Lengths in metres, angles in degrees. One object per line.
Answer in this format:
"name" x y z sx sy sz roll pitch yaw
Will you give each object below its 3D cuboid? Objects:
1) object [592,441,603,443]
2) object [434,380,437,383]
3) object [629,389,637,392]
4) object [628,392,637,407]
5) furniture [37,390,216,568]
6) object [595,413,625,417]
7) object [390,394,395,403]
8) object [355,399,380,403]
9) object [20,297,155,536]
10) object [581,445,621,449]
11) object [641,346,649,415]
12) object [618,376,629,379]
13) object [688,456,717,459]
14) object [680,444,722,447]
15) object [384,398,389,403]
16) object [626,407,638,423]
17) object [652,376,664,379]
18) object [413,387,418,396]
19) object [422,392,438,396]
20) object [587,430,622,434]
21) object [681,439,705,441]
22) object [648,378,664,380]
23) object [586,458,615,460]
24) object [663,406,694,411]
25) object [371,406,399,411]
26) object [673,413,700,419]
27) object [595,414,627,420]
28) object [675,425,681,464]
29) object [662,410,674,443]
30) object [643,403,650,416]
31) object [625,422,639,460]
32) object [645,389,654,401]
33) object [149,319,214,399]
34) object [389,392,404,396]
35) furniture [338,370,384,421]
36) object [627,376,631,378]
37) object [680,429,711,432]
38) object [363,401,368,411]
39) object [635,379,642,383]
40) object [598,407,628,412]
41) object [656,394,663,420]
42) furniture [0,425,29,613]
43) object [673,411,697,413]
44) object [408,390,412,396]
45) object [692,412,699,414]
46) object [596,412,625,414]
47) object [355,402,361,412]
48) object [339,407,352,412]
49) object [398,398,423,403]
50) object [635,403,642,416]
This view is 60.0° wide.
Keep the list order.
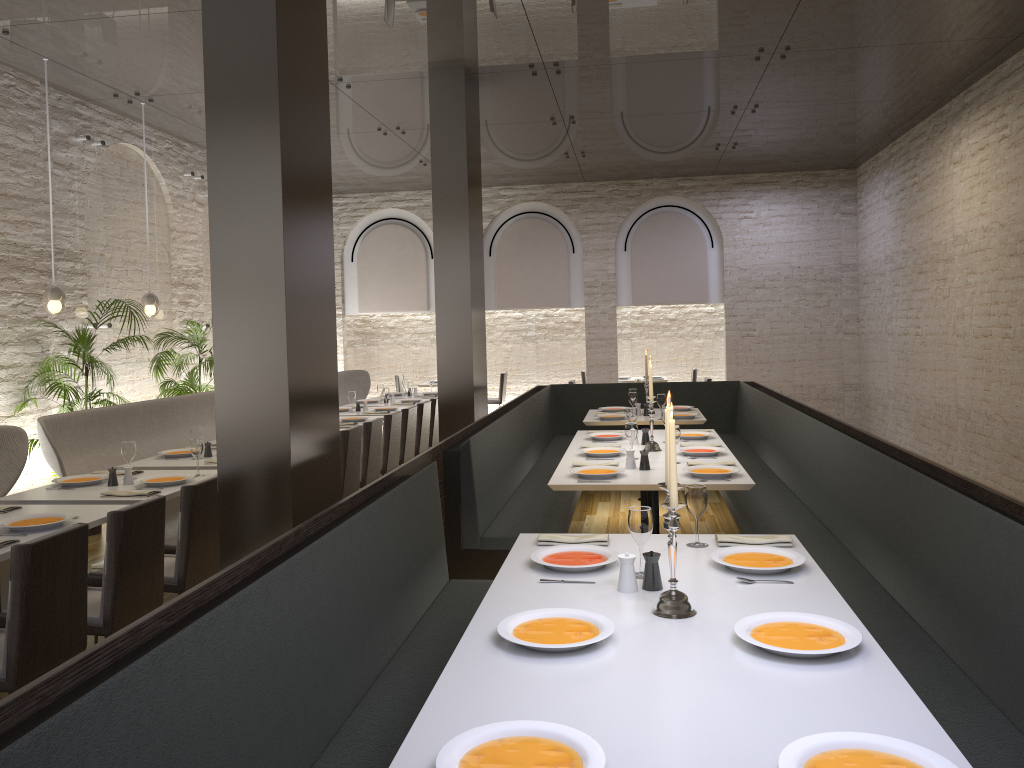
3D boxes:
"object" 0.683 0.425 6.508 0.185 0.010 0.017 -1 3 8
"object" -1.283 -0.037 14.917 0.322 0.036 0.322 2 5 43
"object" 1.201 0.164 8.785 0.086 0.230 0.086 0 2 44
"object" 1.138 0.193 8.335 0.086 0.230 0.086 0 2 44
"furniture" -2.655 0.641 8.063 0.708 1.096 4.482 -1 3 8
"object" 0.939 0.296 8.475 0.273 0.033 0.143 -1 3 8
"object" -1.464 0.172 10.870 0.059 0.109 0.059 0 2 44
"object" -1.772 0.216 10.936 0.322 0.036 0.321 -5 5 -45
"object" -3.535 0.280 7.349 1.145 1.973 1.189 0 2 39
"object" 0.623 0.441 6.215 0.273 0.033 0.143 -1 3 8
"object" 1.294 -0.036 8.519 0.131 0.656 0.390 -1 2 19
"object" 1.787 -0.096 14.487 0.322 0.036 0.322 2 5 43
"object" 1.200 0.463 5.590 0.181 0.015 0.038 -1 3 9
"object" 1.305 0.428 6.120 0.273 0.033 0.143 -1 3 8
"object" -1.540 0.177 10.834 0.059 0.109 0.059 0 2 44
"object" 0.916 0.295 6.748 0.086 0.230 0.086 -1 1 20
"object" 2.319 -0.106 14.410 0.322 0.036 0.322 2 5 43
"object" -1.307 0.100 11.999 0.059 0.109 0.059 0 2 44
"object" -1.082 0.134 11.989 0.322 0.036 0.321 -5 5 -45
"object" 0.742 0.387 7.067 0.273 0.033 0.143 -1 3 8
"object" 1.319 0.409 6.442 0.181 0.015 0.038 -1 3 9
"object" 2.268 -0.076 14.054 0.273 0.033 0.143 -1 3 8
"object" 0.564 0.480 5.657 0.185 0.010 0.017 -1 3 8
"object" 1.657 0.247 8.841 0.322 0.036 0.322 -4 4 -34
"object" -1.392 0.276 9.767 0.322 0.036 0.321 -5 5 -45
"object" 1.554 0.295 8.102 0.321 0.036 0.322 -3 4 -16
"object" 0.926 0.307 8.192 0.321 0.036 0.322 -3 4 -16
"object" 0.992 0.371 5.439 0.086 0.230 0.086 -3 2 -40
"object" 1.130 0.308 6.427 0.086 0.230 0.086 -1 1 20
"object" 1.276 0.243 8.394 0.069 0.126 0.069 -3 2 -40
"object" 0.764 0.365 5.659 0.086 0.230 0.086 -1 1 8
"object" 1.392 0.149 8.948 0.086 0.230 0.086 -2 1 -22
"object" -3.259 0.153 9.340 1.146 1.973 1.188 -3 2 -41
"object" -1.614 0.144 12.065 0.322 0.036 0.321 -5 5 -45
"furniture" -2.146 0.408 11.704 0.707 1.096 2.588 -1 3 8
"object" 1.852 -0.111 14.823 0.273 0.033 0.143 -1 3 8
"object" 1.423 0.373 6.971 0.273 0.033 0.143 -1 3 8
"object" -1.617 0.242 9.777 0.059 0.109 0.059 0 2 44
"object" 1.496 0.054 10.484 0.086 0.230 0.086 -1 2 38
"object" 1.030 0.259 8.931 0.321 0.036 0.322 -1 3 4
"object" 1.352 0.207 8.015 0.086 0.230 0.086 0 2 44
"furniture" -3.296 0.935 3.469 0.708 1.096 4.482 -1 3 8
"object" 1.641 0.274 8.526 0.273 0.033 0.143 -1 3 8
"object" -1.382 0.104 11.963 0.059 0.109 0.059 0 2 44
"object" 1.619 0.284 8.373 0.273 0.033 0.143 -1 3 8
"object" 0.960 0.287 8.628 0.273 0.033 0.143 -1 3 8
"object" -1.693 0.247 9.742 0.059 0.109 0.059 0 2 44
"object" -1.924 0.286 9.844 0.322 0.036 0.321 -5 5 -45
"object" -1.240 0.206 10.860 0.322 0.036 0.321 -5 5 -45
"object" 1.200 0.243 8.429 0.069 0.126 0.069 -3 2 -40
